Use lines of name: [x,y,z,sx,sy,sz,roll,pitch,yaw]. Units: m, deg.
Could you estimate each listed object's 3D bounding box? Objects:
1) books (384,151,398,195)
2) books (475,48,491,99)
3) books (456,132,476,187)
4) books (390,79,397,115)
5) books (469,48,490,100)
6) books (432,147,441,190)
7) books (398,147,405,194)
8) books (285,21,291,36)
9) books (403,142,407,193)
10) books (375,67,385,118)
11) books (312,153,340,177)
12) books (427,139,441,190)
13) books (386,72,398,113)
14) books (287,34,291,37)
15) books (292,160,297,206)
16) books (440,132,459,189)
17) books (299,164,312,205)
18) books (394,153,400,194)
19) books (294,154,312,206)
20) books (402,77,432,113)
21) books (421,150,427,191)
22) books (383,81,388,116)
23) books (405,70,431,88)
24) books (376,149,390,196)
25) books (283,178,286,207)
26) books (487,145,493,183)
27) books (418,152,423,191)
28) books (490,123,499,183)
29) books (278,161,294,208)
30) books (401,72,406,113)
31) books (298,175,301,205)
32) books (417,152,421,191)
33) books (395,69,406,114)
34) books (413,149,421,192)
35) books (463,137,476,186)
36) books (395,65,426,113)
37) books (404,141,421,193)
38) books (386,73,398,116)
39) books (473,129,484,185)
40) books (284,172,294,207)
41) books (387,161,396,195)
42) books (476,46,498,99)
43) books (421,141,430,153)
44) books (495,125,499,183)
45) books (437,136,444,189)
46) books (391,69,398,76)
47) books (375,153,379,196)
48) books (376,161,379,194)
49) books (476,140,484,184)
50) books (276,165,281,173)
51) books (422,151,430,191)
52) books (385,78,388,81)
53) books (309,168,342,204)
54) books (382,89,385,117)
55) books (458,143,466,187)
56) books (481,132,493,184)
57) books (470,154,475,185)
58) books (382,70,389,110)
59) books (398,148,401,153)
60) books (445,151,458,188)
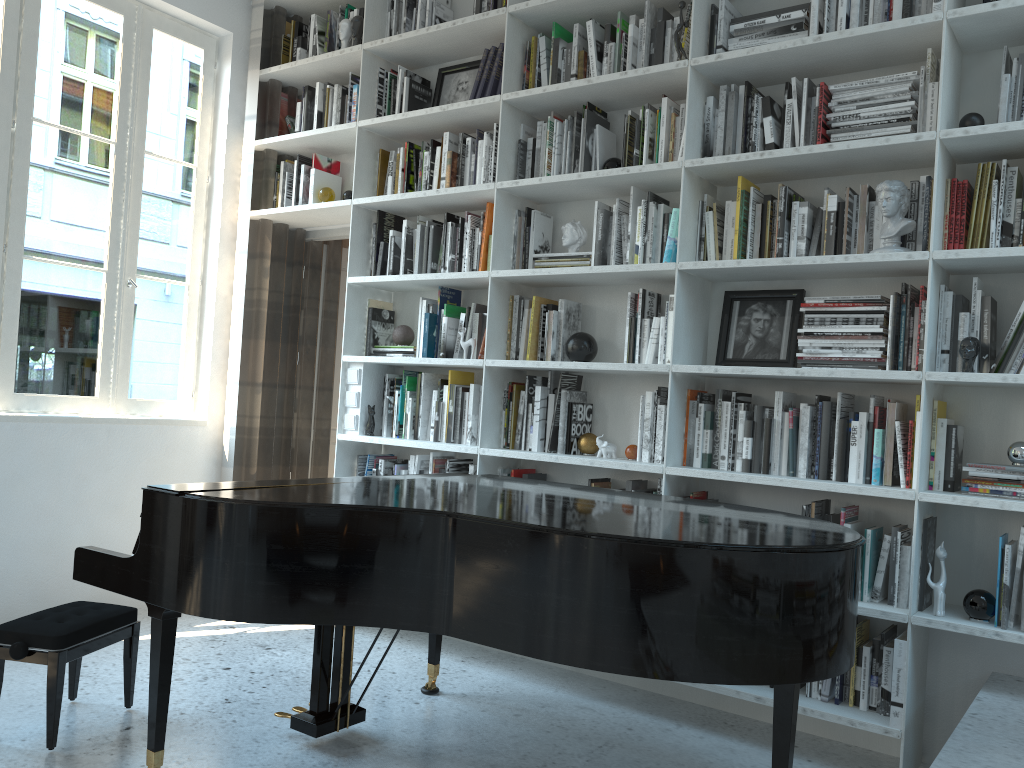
books: [-0.546,-0.981,4.291,0.062,0.258,0.153,3,-1,35]
books: [-0.084,-1.334,3.989,0.110,0.279,0.174,3,-1,35]
books: [-0.189,-0.978,4.034,0.025,0.286,0.161,3,-1,35]
books: [-0.513,-1.327,4.258,0.018,0.218,0.186,3,-1,35]
books: [-0.107,-1.336,3.995,0.110,0.279,0.174,3,-1,35]
books: [-0.300,-0.959,4.108,0.047,0.238,0.162,3,-1,35]
books: [-0.469,-0.975,4.219,0.014,0.252,0.187,3,-1,35]
books: [-1.171,-1.769,4.768,0.012,0.307,0.180,3,-1,35]
books: [-0.453,-0.988,4.213,0.020,0.281,0.164,3,-1,35]
books: [-0.594,-1.368,4.322,0.005,0.292,0.184,3,-1,35]
books: [-0.965,-1.021,4.576,0.013,0.298,0.179,3,-1,35]
books: [-0.326,-0.978,4.122,0.014,0.272,0.180,3,-1,35]
books: [-0.540,-1.349,4.287,0.009,0.260,0.184,3,-1,35]
books: [-1.156,-1.735,4.771,0.011,0.241,0.151,3,-1,35]
books: [-1.084,-1.018,4.667,0.022,0.281,0.156,3,-1,35]
books: [-0.249,-0.982,4.048,0.030,0.285,0.185,3,-1,35]
books: [-1.017,-0.993,4.586,0.021,0.237,0.189,3,-1,35]
books: [-0.487,-0.964,4.233,0.030,0.230,0.172,3,-1,35]
books: [-1.054,-1.025,4.620,0.013,0.297,0.187,3,-1,35]
books: [-0.450,-1.322,4.212,0.012,0.214,0.185,3,-1,35]
books: [-0.362,-0.958,4.148,0.011,0.229,0.170,3,-1,35]
books: [-0.554,-1.327,4.279,0.004,0.214,0.186,3,-1,35]
books: [-0.454,-1.342,4.226,0.012,0.254,0.166,3,-1,35]
books: [-0.586,-0.986,4.299,0.012,0.263,0.180,3,-1,35]
books: [-1.140,-0.978,4.704,0.029,0.197,0.160,3,-1,35]
books: [-0.052,-0.932,3.929,0.013,0.206,0.172,3,-1,35]
books: [-0.377,-0.953,4.150,0.014,0.218,0.164,3,-1,35]
books: [-0.031,-0.974,3.892,0.012,0.291,0.182,3,-1,35]
books: [-1.163,-1.022,4.713,0.023,0.281,0.170,3,-1,35]
books: [-0.463,-1.340,4.234,0.011,0.250,0.168,3,-1,35]
books: [-1.034,-0.971,4.620,0.024,0.193,0.181,3,-1,35]
books: [-0.388,-0.960,4.179,0.012,0.230,0.149,3,-1,35]
books: [-0.482,-1.345,4.236,0.023,0.258,0.183,3,-1,35]
books: [-0.414,-0.970,4.192,0.047,0.249,0.134,3,-1,35]
books: [-0.156,-0.964,4.013,0.029,0.260,0.157,3,-1,35]
books: [-0.487,-1.357,4.252,0.005,0.281,0.191,3,-1,35]
books: [-0.446,-0.986,4.195,0.011,0.277,0.164,3,-1,35]
books: [-0.534,-1.342,4.267,0.004,0.246,0.189,3,-1,35]
books: [-0.107,-0.972,3.961,0.012,0.281,0.188,3,-1,35]
books: [-1.128,-0.989,4.686,0.010,0.220,0.181,3,-1,35]
books: [-0.526,-0.949,4.245,0.026,0.195,0.175,3,-1,35]
books: [-0.076,-1.335,3.961,0.110,0.279,0.174,3,-1,35]
books: [-0.379,-0.983,4.168,0.012,0.277,0.150,3,-1,35]
books: [-0.010,-0.972,3.892,0.022,0.289,0.169,3,-1,35]
books: [-0.268,-0.975,4.067,0.023,0.271,0.187,3,-1,35]
books: [-0.548,-1.363,4.309,0.006,0.289,0.144,3,-1,35]
books: [-0.604,-0.981,4.333,0.012,0.254,0.161,3,-1,35]
books: [-0.595,-0.970,4.316,0.022,0.232,0.151,3,-1,35]
books: [-0.094,-0.947,3.945,0.030,0.230,0.172,3,-1,35]
books: [-1.216,-1.020,4.736,0.011,0.272,0.188,3,-1,35]
books: [-0.349,-0.952,4.131,0.031,0.217,0.173,3,-1,35]
books: [-0.553,-1.334,4.291,0.009,0.228,0.184,3,-1,35]
books: [-0.959,-0.977,4.553,0.029,0.211,0.187,3,-1,35]
books: [-0.569,-1.322,4.318,0.015,0.207,0.172,3,-1,35]
books: [-0.182,-0.951,4.013,0.013,0.232,0.171,3,-1,35]
books: [-0.072,-0.962,3.929,0.022,0.263,0.174,3,-1,35]
books: [-0.139,-0.926,3.997,0.022,0.186,0.136,3,-1,35]
books: [-0.577,-1.363,4.322,0.006,0.287,0.148,3,-1,36]
books: [-0.500,-0.981,4.248,0.010,0.263,0.151,3,-1,35]
books: [-0.230,-0.936,4.027,0.029,0.195,0.192,3,-1,35]
